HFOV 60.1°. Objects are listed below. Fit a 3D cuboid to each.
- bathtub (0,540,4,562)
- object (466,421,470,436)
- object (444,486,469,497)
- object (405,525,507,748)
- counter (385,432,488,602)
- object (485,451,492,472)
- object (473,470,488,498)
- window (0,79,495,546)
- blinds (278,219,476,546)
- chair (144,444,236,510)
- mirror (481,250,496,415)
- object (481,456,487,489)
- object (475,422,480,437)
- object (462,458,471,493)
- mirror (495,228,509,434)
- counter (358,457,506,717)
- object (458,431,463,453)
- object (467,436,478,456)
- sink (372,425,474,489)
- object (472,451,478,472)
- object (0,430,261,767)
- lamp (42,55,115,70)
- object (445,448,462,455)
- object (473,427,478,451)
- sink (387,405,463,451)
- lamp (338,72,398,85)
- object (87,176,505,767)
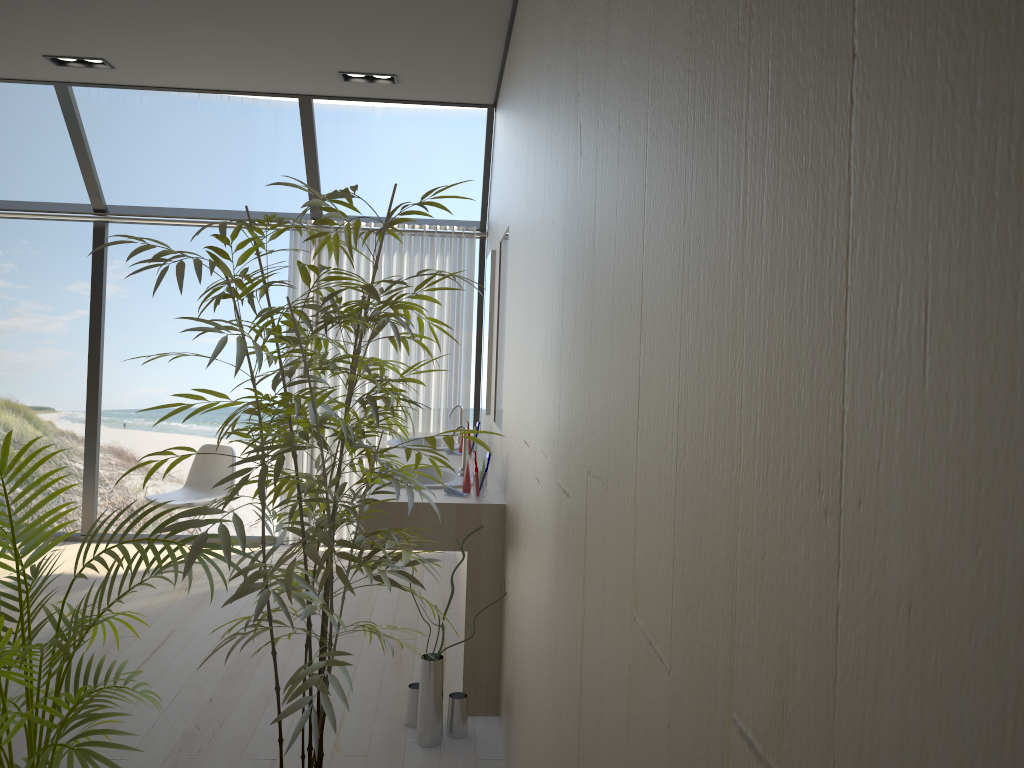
[{"bbox_3d":[-3.776,0.985,4.210,1.821,0.698,1.648,2,2,-4],"label":"bathtub"},{"bbox_3d":[-0.224,0.280,4.553,0.012,0.178,0.050,2,-1,35],"label":"object"},{"bbox_3d":[-0.216,0.411,3.389,0.104,0.029,0.032,4,2,36],"label":"object"},{"bbox_3d":[-0.168,0.854,3.093,0.406,0.749,0.274,2,0,-16],"label":"object"},{"bbox_3d":[-0.421,0.736,5.024,0.550,0.791,1.206,2,2,-4],"label":"counter"},{"bbox_3d":[-0.107,0.343,3.368,0.054,0.175,0.012,2,-1,21],"label":"object"},{"bbox_3d":[-0.122,0.383,3.374,0.058,0.100,0.058,2,0,6],"label":"object"},{"bbox_3d":[-2.446,-0.382,5.386,4.559,2.815,0.745,2,0,-4],"label":"window"},{"bbox_3d":[-0.858,0.000,5.690,1.182,2.072,0.084,2,-1,-4],"label":"blinds"},{"bbox_3d":[-1.886,0.553,5.260,0.369,0.347,0.454,2,2,24],"label":"chair"},{"bbox_3d":[-0.136,-0.287,4.969,0.023,0.869,0.653,2,1,-4],"label":"mirror"},{"bbox_3d":[-0.116,0.357,3.557,0.039,0.135,0.039,2,0,37],"label":"object"},{"bbox_3d":[-0.193,0.282,4.572,0.054,0.175,0.012,2,-1,21],"label":"object"},{"bbox_3d":[-0.176,0.360,3.460,0.039,0.135,0.039,2,0,37],"label":"object"},{"bbox_3d":[-0.035,-0.233,3.937,0.023,0.869,0.653,2,1,-4],"label":"mirror"},{"bbox_3d":[-0.335,0.797,3.821,0.550,0.791,1.206,2,2,-4],"label":"counter"},{"bbox_3d":[-0.262,0.299,4.663,0.039,0.135,0.039,2,-1,44],"label":"object"},{"bbox_3d":[-0.209,0.322,4.577,0.058,0.100,0.058,2,0,3],"label":"object"},{"bbox_3d":[-0.366,0.383,3.788,0.504,0.419,0.574,2,2,-1],"label":"sink"},{"bbox_3d":[-0.138,0.342,3.350,0.012,0.178,0.050,2,-1,35],"label":"object"},{"bbox_3d":[-1.174,0.650,2.045,0.917,1.157,0.750,2,0,29],"label":"object"},{"bbox_3d":[-2.261,-1.734,4.630,0.301,0.112,0.164,2,2,-4],"label":"lamp"},{"bbox_3d":[-0.303,0.350,4.592,0.104,0.029,0.032,4,2,36],"label":"object"},{"bbox_3d":[-0.202,0.296,4.760,0.039,0.135,0.039,2,-1,44],"label":"object"},{"bbox_3d":[-0.452,0.321,4.991,0.504,0.419,0.574,2,2,-1],"label":"sink"},{"bbox_3d":[-0.764,-1.688,4.737,0.301,0.112,0.164,2,2,-4],"label":"lamp"},{"bbox_3d":[-0.421,0.384,2.142,0.787,1.757,0.934,2,0,21],"label":"object"}]
